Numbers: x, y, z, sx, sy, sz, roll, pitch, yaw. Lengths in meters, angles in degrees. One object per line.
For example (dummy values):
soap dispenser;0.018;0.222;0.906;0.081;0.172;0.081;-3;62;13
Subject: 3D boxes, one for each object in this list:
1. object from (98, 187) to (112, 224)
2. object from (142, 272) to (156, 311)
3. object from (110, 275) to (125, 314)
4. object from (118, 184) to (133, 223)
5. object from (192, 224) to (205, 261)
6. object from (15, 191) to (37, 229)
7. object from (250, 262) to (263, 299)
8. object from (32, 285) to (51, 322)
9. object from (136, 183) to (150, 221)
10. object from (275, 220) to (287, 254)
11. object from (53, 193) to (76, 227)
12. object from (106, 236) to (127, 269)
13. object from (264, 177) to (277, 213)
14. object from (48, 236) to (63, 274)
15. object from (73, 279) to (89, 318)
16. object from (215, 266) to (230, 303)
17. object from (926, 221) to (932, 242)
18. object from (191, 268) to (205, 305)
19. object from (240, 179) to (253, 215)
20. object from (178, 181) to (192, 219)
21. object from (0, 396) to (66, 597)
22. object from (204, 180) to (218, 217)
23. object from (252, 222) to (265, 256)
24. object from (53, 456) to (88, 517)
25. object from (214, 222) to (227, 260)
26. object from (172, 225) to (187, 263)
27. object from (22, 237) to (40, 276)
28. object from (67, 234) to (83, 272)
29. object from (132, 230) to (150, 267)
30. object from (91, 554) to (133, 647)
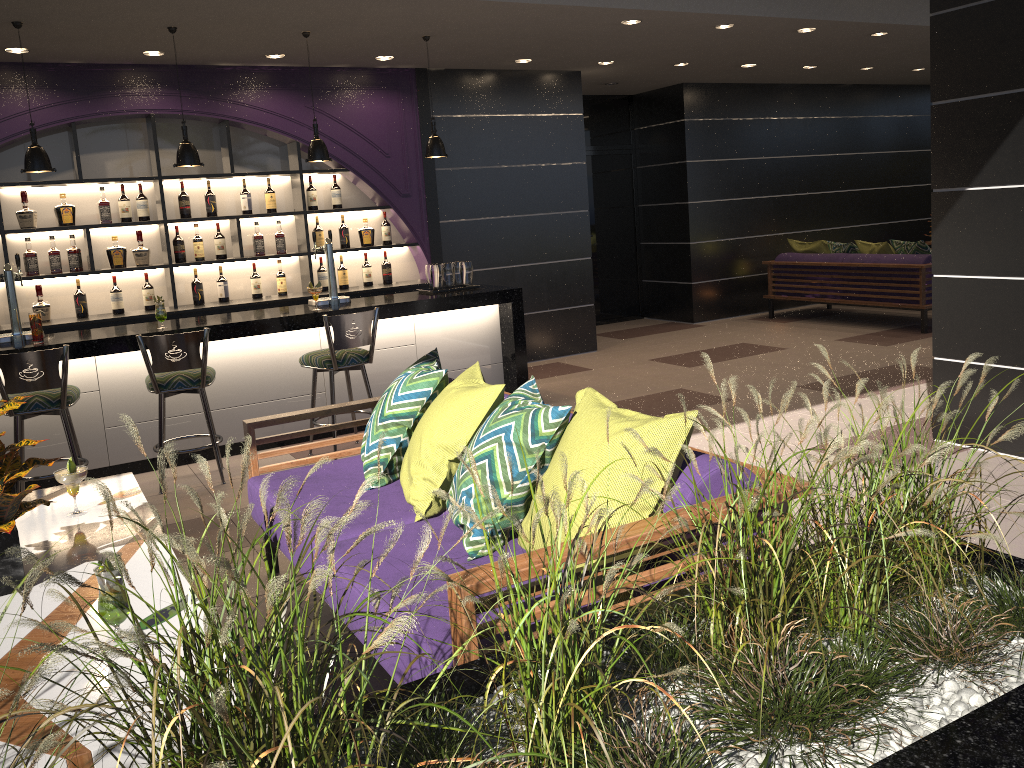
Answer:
object;-3.116;-1.362;6.760;0.083;0.279;0.083;-8;9;-28
object;-2.849;-0.726;6.931;0.086;0.296;0.087;-1;9;20
object;-3.040;-0.686;6.802;0.086;0.295;0.087;-1;9;20
object;-3.003;-1.398;6.857;0.086;0.296;0.087;-1;9;20
object;-2.524;-1.139;7.116;0.080;0.297;0.080;-8;9;-26
object;-3.567;-1.276;6.497;0.123;0.277;0.124;-6;9;-15
object;-2.126;-0.859;7.342;0.086;0.296;0.087;-1;9;20
object;-3.501;-0.598;6.577;0.124;0.277;0.124;-9;9;-28
object;-2.882;-1.414;6.897;0.086;0.295;0.087;-1;9;20
object;-1.945;-1.232;7.424;0.083;0.279;0.083;-5;8;-9
object;-3.351;-1.302;6.632;0.152;0.246;0.094;-11;11;-40
object;-3.033;-1.011;6.790;0.152;0.246;0.094;-8;9;-26
object;-2.015;-1.569;7.371;0.086;0.296;0.087;-1;9;20
object;-3.430;-0.969;6.630;0.083;0.279;0.083;-8;9;-28
object;-3.262;-0.647;6.686;0.086;0.295;0.087;-1;9;20
object;-2.358;-0.822;7.204;0.087;0.313;0.104;-8;9;-23
object;5.020;-1.718;10.301;0.425;0.522;0.433;-6;9;-11
object;-2.524;-0.781;7.096;0.086;0.295;0.087;-1;9;20
object;-2.188;-1.546;7.274;0.087;0.313;0.104;-8;9;-23
object;-2.610;-1.463;7.041;0.086;0.296;0.087;-1;9;20
object;-1.436;0.303;2.386;0.425;0.522;0.433;-7;9;-16
object;-2.433;-1.494;7.138;0.086;0.295;0.087;-1;9;20
object;-2.110;-1.206;7.355;0.083;0.279;0.083;-8;9;-28
object;-1.498;0.349;3.021;0.106;0.195;0.106;-4;9;-1
object;-2.370;-1.159;7.175;0.086;0.296;0.087;-1;9;20
object;-2.644;-1.109;7.020;0.086;0.296;0.087;-1;9;20
object;-3.555;-0.940;6.529;0.084;0.279;0.083;-12;11;-43
object;-3.303;-0.987;6.678;0.083;0.279;0.083;-5;8;-9
object;-2.885;-1.055;6.883;0.123;0.277;0.124;-6;9;-15
object;-0.919;0.493;2.039;0.069;0.209;0.069;4;11;44
